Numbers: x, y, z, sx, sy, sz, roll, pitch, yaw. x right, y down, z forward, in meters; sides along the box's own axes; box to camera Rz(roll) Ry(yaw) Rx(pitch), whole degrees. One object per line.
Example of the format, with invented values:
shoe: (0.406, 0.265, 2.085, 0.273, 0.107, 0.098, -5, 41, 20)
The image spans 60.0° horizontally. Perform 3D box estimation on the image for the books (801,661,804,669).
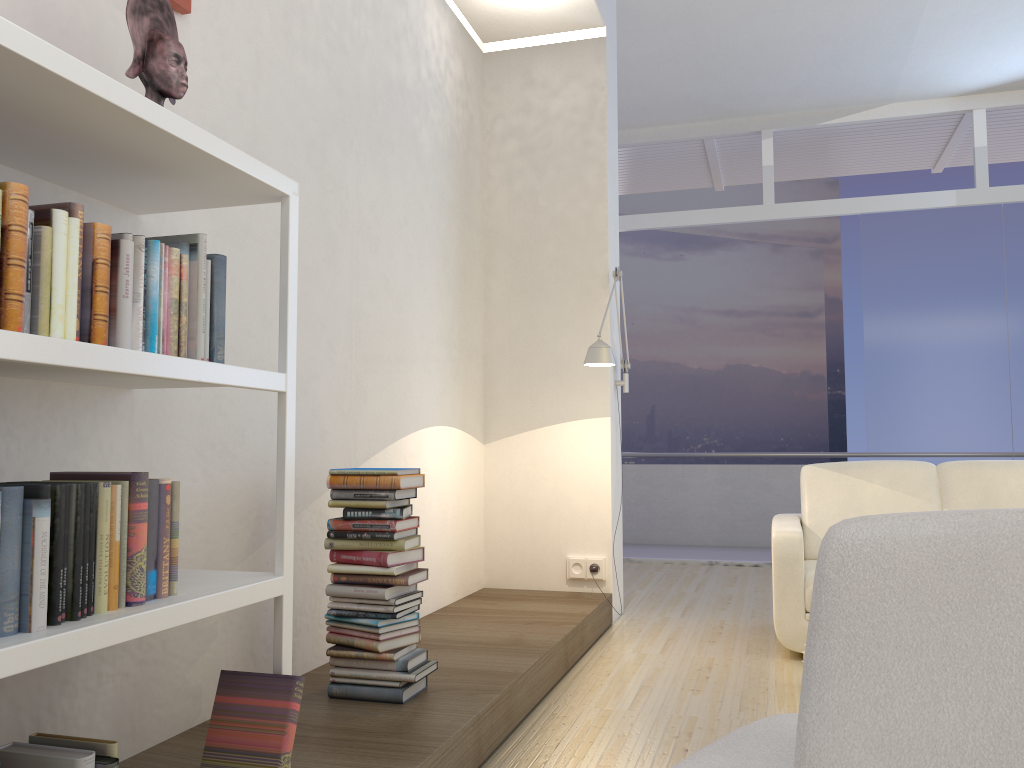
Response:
books: (1.301, 1.079, 3.341, 0.328, 0.027, 0.247, 0, -4, -8)

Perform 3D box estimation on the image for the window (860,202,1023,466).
window: (4.147, -0.013, 6.391, 2.988, 2.706, 0.012, -1, -4, 16)

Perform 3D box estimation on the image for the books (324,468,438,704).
books: (-0.416, 0.616, 2.802, 0.329, 0.694, 0.270, -1, -4, 16)

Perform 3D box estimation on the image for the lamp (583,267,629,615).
lamp: (0.464, 0.284, 4.482, 0.204, 1.841, 0.891, -1, -4, 12)

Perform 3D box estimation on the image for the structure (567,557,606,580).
structure: (0.392, 0.974, 4.684, 0.206, 0.114, 0.028, -1, -4, 16)

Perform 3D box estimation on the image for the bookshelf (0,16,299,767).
bookshelf: (-0.958, 0.161, 1.386, 0.465, 1.396, 1.599, -1, -4, 16)

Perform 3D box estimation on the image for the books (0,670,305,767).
books: (-0.795, 0.731, 1.517, 0.274, 0.281, 1.125, -2, -5, 23)

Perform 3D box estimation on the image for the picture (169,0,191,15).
picture: (-1.348, -1.522, 0.918, 0.030, 0.794, 3.227, -1, -4, 16)

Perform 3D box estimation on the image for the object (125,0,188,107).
object: (-0.792, -0.702, 1.969, 0.133, 0.409, 0.138, 2, -5, -27)

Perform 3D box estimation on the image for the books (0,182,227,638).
books: (-0.823, 0.031, 1.546, 0.215, 0.743, 0.831, -1, -4, 16)

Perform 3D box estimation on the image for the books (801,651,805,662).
books: (1.301, 1.047, 3.343, 0.319, 0.038, 0.247, 1, -4, -13)

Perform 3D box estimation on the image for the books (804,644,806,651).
books: (1.295, 1.015, 3.345, 0.287, 0.025, 0.247, 1, -4, -10)

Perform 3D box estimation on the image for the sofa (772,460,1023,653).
sofa: (2.310, 0.781, 4.030, 2.166, 0.862, 0.941, -1, -4, 16)

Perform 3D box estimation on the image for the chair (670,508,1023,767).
chair: (0.436, 0.510, 0.549, 0.919, 0.828, 0.941, -3, -5, 36)
